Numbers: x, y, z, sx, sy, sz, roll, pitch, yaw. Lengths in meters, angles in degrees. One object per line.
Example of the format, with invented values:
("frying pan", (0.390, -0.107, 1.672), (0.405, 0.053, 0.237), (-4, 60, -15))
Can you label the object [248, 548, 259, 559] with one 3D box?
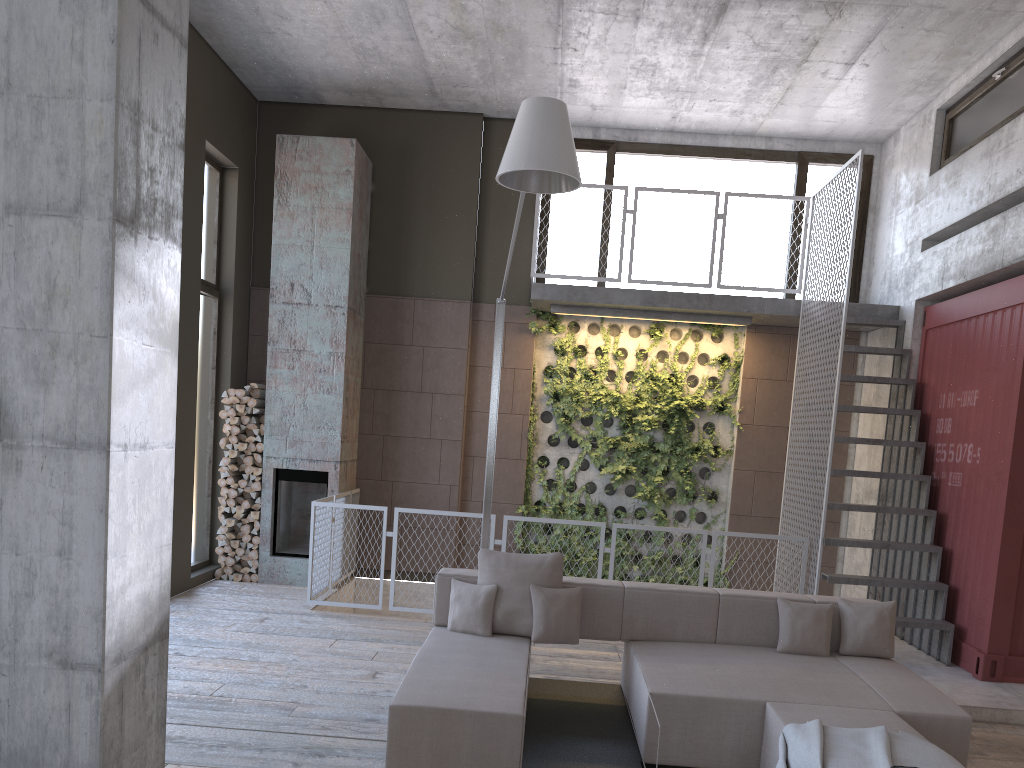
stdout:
("object", (-2.684, 1.778, 9.252), (0.101, 0.103, 0.291), (4, -2, 1))

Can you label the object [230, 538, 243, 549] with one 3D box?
("object", (-2.872, 1.682, 9.355), (0.093, 0.084, 0.478), (4, -3, 3))

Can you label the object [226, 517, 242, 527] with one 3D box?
("object", (-2.902, 1.451, 9.293), (0.093, 0.084, 0.478), (4, -3, 2))

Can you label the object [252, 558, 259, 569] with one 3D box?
("object", (-2.666, 1.889, 9.331), (0.064, 0.126, 0.362), (4, -2, 4))

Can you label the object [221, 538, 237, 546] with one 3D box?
("object", (-2.963, 1.654, 9.271), (0.071, 0.073, 0.421), (4, -3, 3))

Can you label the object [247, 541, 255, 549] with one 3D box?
("object", (-2.716, 1.701, 9.352), (0.067, 0.067, 0.421), (4, -3, 3))

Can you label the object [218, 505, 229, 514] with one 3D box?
("object", (-3.020, 1.318, 9.352), (0.079, 0.108, 0.435), (4, -3, 2))

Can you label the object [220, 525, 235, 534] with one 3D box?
("object", (-2.976, 1.528, 9.330), (0.090, 0.090, 0.454), (4, -3, 4))

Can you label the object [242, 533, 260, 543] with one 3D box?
("object", (-2.754, 1.620, 9.353), (0.092, 0.094, 0.436), (4, -3, 3))

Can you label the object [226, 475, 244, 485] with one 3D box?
("object", (-2.909, 1.013, 9.314), (0.091, 0.090, 0.454), (4, -3, 3))

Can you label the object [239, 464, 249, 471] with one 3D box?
("object", (-2.780, 0.882, 9.312), (0.101, 0.087, 0.361), (4, -3, 3))

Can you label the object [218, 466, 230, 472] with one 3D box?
("object", (-2.983, 0.893, 9.274), (0.122, 0.068, 0.362), (4, -3, 2))

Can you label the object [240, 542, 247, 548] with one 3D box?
("object", (-2.797, 1.697, 9.355), (0.067, 0.067, 0.421), (4, -3, 3))

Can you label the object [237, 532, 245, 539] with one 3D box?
("object", (-2.829, 1.601, 9.380), (0.101, 0.087, 0.361), (4, -3, 3))

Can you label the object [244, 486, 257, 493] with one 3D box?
("object", (-2.717, 1.106, 9.282), (0.122, 0.068, 0.362), (4, -3, 4))

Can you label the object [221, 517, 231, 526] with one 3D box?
("object", (-2.978, 1.456, 9.299), (0.067, 0.067, 0.421), (4, -3, 2))

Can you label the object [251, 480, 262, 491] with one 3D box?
("object", (-2.635, 1.059, 9.184), (0.101, 0.103, 0.291), (4, -2, 1))

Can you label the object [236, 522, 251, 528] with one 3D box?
("object", (-2.834, 1.477, 9.325), (0.064, 0.075, 0.358), (4, -3, 4))

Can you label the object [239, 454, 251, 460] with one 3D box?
("object", (-2.785, 0.758, 9.257), (0.064, 0.075, 0.358), (4, -3, 4))

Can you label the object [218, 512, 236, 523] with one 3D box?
("object", (-3.039, 1.419, 9.372), (0.070, 0.118, 0.363), (4, -2, 2))

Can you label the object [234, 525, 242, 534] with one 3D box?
("object", (-2.882, 1.541, 9.411), (0.104, 0.103, 0.291), (4, -2, 3))

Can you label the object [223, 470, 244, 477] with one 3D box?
("object", (-2.914, 0.935, 9.203), (0.071, 0.073, 0.421), (4, -3, 3))

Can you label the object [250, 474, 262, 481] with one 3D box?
("object", (-2.667, 0.982, 9.284), (0.067, 0.067, 0.421), (4, -3, 3))

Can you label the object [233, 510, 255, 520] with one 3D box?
("object", (-2.830, 1.383, 9.308), (0.115, 0.080, 0.433), (4, -3, 2))

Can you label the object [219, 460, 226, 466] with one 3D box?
("object", (-2.987, 0.826, 9.295), (0.067, 0.071, 0.422), (4, -3, 4))

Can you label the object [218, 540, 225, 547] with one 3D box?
("object", (-3.022, 1.688, 9.360), (0.066, 0.085, 0.424), (4, -3, 5))

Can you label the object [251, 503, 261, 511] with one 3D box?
("object", (-2.650, 1.294, 9.334), (0.115, 0.080, 0.433), (4, -3, 2))

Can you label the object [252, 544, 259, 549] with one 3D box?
("object", (-2.671, 1.704, 9.244), (0.063, 0.048, 0.249), (4, -3, 2))

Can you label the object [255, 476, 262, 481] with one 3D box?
("object", (-2.622, 0.985, 9.176), (0.063, 0.048, 0.249), (4, -3, 2))

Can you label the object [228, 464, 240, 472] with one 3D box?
("object", (-2.883, 0.887, 9.306), (0.114, 0.080, 0.434), (4, -3, 3))

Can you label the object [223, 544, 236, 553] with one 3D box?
("object", (-2.958, 1.732, 9.382), (0.091, 0.090, 0.454), (4, -3, 3))

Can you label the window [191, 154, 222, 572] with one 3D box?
("window", (-3.288, -0.403, 4.696), (0.209, 4.190, 9.171), (4, -2, 1))

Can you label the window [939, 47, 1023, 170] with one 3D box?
("window", (3.824, -2.473, 3.978), (0.113, 0.610, 8.410), (4, -3, 3))

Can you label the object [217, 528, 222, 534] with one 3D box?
("object", (-3.036, 1.545, 9.363), (0.067, 0.071, 0.422), (4, -3, 4))

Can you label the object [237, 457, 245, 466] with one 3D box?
("object", (-2.833, 0.822, 9.342), (0.104, 0.103, 0.291), (4, -2, 3))

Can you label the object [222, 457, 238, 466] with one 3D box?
("object", (-2.927, 0.809, 9.261), (0.090, 0.090, 0.454), (4, -3, 4))

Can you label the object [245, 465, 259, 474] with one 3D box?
("object", (-2.705, 0.901, 9.285), (0.092, 0.094, 0.436), (4, -3, 3))

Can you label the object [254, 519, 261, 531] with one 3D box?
("object", (-2.638, 1.485, 9.293), (0.064, 0.126, 0.362), (4, -2, 4))

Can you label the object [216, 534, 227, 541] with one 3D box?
("object", (-3.032, 1.612, 9.342), (0.122, 0.068, 0.362), (4, -3, 2))

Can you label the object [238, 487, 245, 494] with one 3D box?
("object", (-2.819, 1.112, 9.291), (0.064, 0.075, 0.358), (4, -3, 1))

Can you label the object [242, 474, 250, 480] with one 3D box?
("object", (-2.748, 0.978, 9.287), (0.067, 0.067, 0.421), (4, -3, 3))

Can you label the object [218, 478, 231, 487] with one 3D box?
("object", (-2.998, 1.036, 9.316), (0.091, 0.092, 0.436), (4, -3, 3))

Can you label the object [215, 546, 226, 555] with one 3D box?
("object", (-3.047, 1.755, 9.384), (0.091, 0.092, 0.436), (4, -3, 3))

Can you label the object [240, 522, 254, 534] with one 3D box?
("object", (-2.773, 1.515, 9.270), (0.098, 0.107, 0.293), (4, -2, 2))

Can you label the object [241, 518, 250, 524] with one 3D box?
("object", (-2.772, 1.440, 9.294), (0.089, 0.057, 0.331), (4, -3, 3))

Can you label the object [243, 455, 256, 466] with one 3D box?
("object", (-2.724, 0.796, 9.202), (0.098, 0.107, 0.293), (4, -2, 2))

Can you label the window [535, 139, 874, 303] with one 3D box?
("window", (2.085, -1.710, 9.695), (3.564, 1.769, 0.108), (4, 5, 2))

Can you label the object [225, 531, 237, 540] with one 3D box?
("object", (-2.932, 1.606, 9.374), (0.114, 0.080, 0.434), (4, -3, 3))

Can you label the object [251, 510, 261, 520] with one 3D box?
("object", (-2.649, 1.373, 9.317), (0.093, 0.084, 0.478), (4, -3, 3))

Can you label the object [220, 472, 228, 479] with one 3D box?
("object", (-2.973, 0.969, 9.292), (0.066, 0.085, 0.424), (4, -3, 5))

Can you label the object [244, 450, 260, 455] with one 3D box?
("object", (-2.723, 0.721, 9.225), (0.089, 0.057, 0.331), (4, -3, 3))
